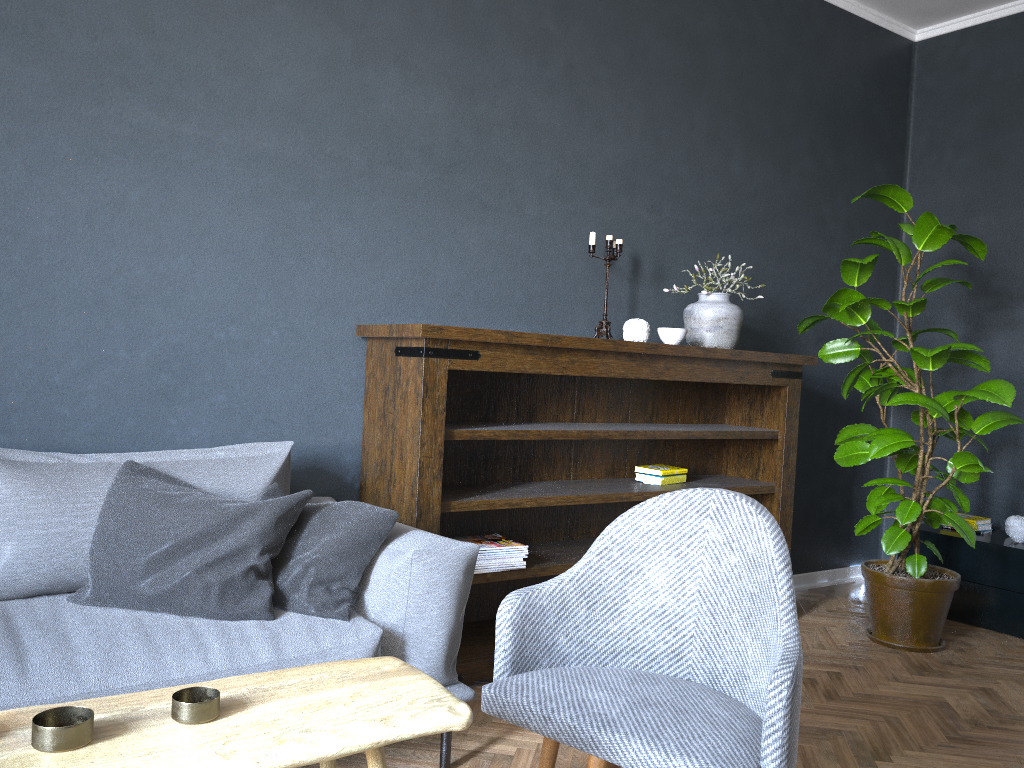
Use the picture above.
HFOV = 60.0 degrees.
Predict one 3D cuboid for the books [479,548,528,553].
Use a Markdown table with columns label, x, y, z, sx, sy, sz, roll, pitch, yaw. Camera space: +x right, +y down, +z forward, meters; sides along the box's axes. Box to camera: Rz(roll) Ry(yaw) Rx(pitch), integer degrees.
| label | x | y | z | sx | sy | sz | roll | pitch | yaw |
| --- | --- | --- | --- | --- | --- | --- | --- | --- | --- |
| books | -0.134 | 0.551 | 3.029 | 0.304 | 0.008 | 0.218 | 2 | 1 | -31 |

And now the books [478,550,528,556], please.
| label | x | y | z | sx | sy | sz | roll | pitch | yaw |
| --- | --- | --- | --- | --- | --- | --- | --- | --- | --- |
| books | -0.132 | 0.558 | 3.025 | 0.304 | 0.008 | 0.218 | 2 | 1 | -32 |

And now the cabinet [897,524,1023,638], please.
| label | x | y | z | sx | sy | sz | roll | pitch | yaw |
| --- | --- | --- | --- | --- | --- | --- | --- | --- | --- |
| cabinet | 2.236 | 0.904 | 4.163 | 0.456 | 0.390 | 0.650 | 2 | 2 | -35 |

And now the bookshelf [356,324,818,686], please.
| label | x | y | z | sx | sy | sz | roll | pitch | yaw |
| --- | --- | --- | --- | --- | --- | --- | --- | --- | --- |
| bookshelf | 0.352 | 0.426 | 3.407 | 1.919 | 1.173 | 0.450 | 2 | 2 | -35 |

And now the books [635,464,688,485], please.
| label | x | y | z | sx | sy | sz | roll | pitch | yaw |
| --- | --- | --- | --- | --- | --- | --- | --- | --- | --- |
| books | 0.626 | 0.399 | 3.639 | 0.174 | 0.113 | 0.197 | 4 | 2 | 44 |

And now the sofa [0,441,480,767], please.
| label | x | y | z | sx | sy | sz | roll | pitch | yaw |
| --- | --- | --- | --- | --- | --- | --- | --- | --- | --- |
| sofa | -1.256 | 0.552 | 1.987 | 2.340 | 0.798 | 0.969 | 2 | 2 | -36 |

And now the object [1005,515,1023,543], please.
| label | x | y | z | sx | sy | sz | roll | pitch | yaw |
| --- | --- | --- | --- | --- | --- | --- | --- | --- | --- |
| object | 2.355 | 0.583 | 4.064 | 0.229 | 0.268 | 0.228 | 3 | 2 | -2 |

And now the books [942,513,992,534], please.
| label | x | y | z | sx | sy | sz | roll | pitch | yaw |
| --- | --- | --- | --- | --- | --- | --- | --- | --- | --- |
| books | 2.193 | 0.672 | 4.290 | 0.162 | 0.066 | 0.214 | 2 | 1 | -40 |

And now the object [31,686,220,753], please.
| label | x | y | z | sx | sy | sz | roll | pitch | yaw |
| --- | --- | --- | --- | --- | --- | --- | --- | --- | --- |
| object | -0.569 | 0.439 | 1.148 | 0.369 | 0.033 | 0.103 | 3 | 1 | -25 |

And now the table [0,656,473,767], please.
| label | x | y | z | sx | sy | sz | roll | pitch | yaw |
| --- | --- | --- | --- | --- | --- | --- | --- | --- | --- |
| table | -0.459 | 0.734 | 1.214 | 0.788 | 0.550 | 0.339 | 2 | 2 | -35 |

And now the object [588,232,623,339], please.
| label | x | y | z | sx | sy | sz | roll | pitch | yaw |
| --- | --- | --- | --- | --- | --- | --- | --- | --- | --- |
| object | 0.358 | -0.382 | 3.503 | 0.130 | 0.438 | 0.145 | 3 | 2 | 1 |

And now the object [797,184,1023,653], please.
| label | x | y | z | sx | sy | sz | roll | pitch | yaw |
| --- | --- | --- | --- | --- | --- | --- | --- | --- | --- |
| object | 1.651 | 0.131 | 3.773 | 0.764 | 1.900 | 1.117 | 1 | 2 | -41 |

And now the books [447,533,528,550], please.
| label | x | y | z | sx | sy | sz | roll | pitch | yaw |
| --- | --- | --- | --- | --- | --- | --- | --- | --- | --- |
| books | -0.131 | 0.542 | 3.028 | 0.305 | 0.013 | 0.218 | 2 | 1 | -31 |

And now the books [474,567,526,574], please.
| label | x | y | z | sx | sy | sz | roll | pitch | yaw |
| --- | --- | --- | --- | --- | --- | --- | --- | --- | --- |
| books | -0.140 | 0.616 | 3.021 | 0.304 | 0.008 | 0.218 | 2 | 1 | -36 |

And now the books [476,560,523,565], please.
| label | x | y | z | sx | sy | sz | roll | pitch | yaw |
| --- | --- | --- | --- | --- | --- | --- | --- | --- | --- |
| books | -0.141 | 0.588 | 3.024 | 0.288 | 0.008 | 0.218 | 2 | 1 | -29 |

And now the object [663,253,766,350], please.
| label | x | y | z | sx | sy | sz | roll | pitch | yaw |
| --- | --- | --- | --- | --- | --- | --- | --- | --- | --- |
| object | 0.832 | -0.346 | 3.682 | 0.385 | 0.412 | 0.275 | 4 | 2 | 33 |

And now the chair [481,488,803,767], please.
| label | x | y | z | sx | sy | sz | roll | pitch | yaw |
| --- | --- | --- | --- | --- | --- | --- | --- | --- | --- |
| chair | 0.276 | 0.630 | 1.792 | 0.644 | 0.811 | 0.495 | 4 | 2 | 33 |

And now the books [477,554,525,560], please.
| label | x | y | z | sx | sy | sz | roll | pitch | yaw |
| --- | --- | --- | --- | --- | --- | --- | --- | --- | --- |
| books | -0.135 | 0.572 | 3.024 | 0.288 | 0.008 | 0.218 | 2 | 1 | -31 |

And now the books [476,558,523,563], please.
| label | x | y | z | sx | sy | sz | roll | pitch | yaw |
| --- | --- | --- | --- | --- | --- | --- | --- | --- | --- |
| books | -0.141 | 0.583 | 3.024 | 0.288 | 0.008 | 0.218 | 2 | 1 | -29 |

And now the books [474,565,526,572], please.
| label | x | y | z | sx | sy | sz | roll | pitch | yaw |
| --- | --- | --- | --- | --- | --- | --- | --- | --- | --- |
| books | -0.141 | 0.609 | 3.020 | 0.305 | 0.007 | 0.218 | 2 | 1 | -31 |

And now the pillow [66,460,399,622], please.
| label | x | y | z | sx | sy | sz | roll | pitch | yaw |
| --- | --- | --- | --- | --- | --- | --- | --- | --- | --- |
| pillow | -0.707 | 0.396 | 2.297 | 0.798 | 0.362 | 0.442 | 3 | 1 | -17 |

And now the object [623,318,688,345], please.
| label | x | y | z | sx | sy | sz | roll | pitch | yaw |
| --- | --- | --- | --- | --- | --- | --- | --- | --- | --- |
| object | 0.560 | -0.203 | 3.477 | 0.255 | 0.104 | 0.118 | 3 | 1 | 20 |

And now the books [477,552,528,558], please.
| label | x | y | z | sx | sy | sz | roll | pitch | yaw |
| --- | --- | --- | --- | --- | --- | --- | --- | --- | --- |
| books | -0.131 | 0.565 | 3.023 | 0.304 | 0.008 | 0.218 | 2 | 1 | -32 |

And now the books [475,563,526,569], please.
| label | x | y | z | sx | sy | sz | roll | pitch | yaw |
| --- | --- | --- | --- | --- | --- | --- | --- | --- | --- |
| books | -0.139 | 0.602 | 3.020 | 0.304 | 0.008 | 0.218 | 2 | 1 | -31 |

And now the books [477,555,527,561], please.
| label | x | y | z | sx | sy | sz | roll | pitch | yaw |
| --- | --- | --- | --- | --- | --- | --- | --- | --- | --- |
| books | -0.134 | 0.577 | 3.029 | 0.304 | 0.006 | 0.218 | 2 | 1 | -31 |

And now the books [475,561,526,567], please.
| label | x | y | z | sx | sy | sz | roll | pitch | yaw |
| --- | --- | --- | --- | --- | --- | --- | --- | --- | --- |
| books | -0.139 | 0.594 | 3.018 | 0.305 | 0.013 | 0.218 | 2 | 1 | -31 |
